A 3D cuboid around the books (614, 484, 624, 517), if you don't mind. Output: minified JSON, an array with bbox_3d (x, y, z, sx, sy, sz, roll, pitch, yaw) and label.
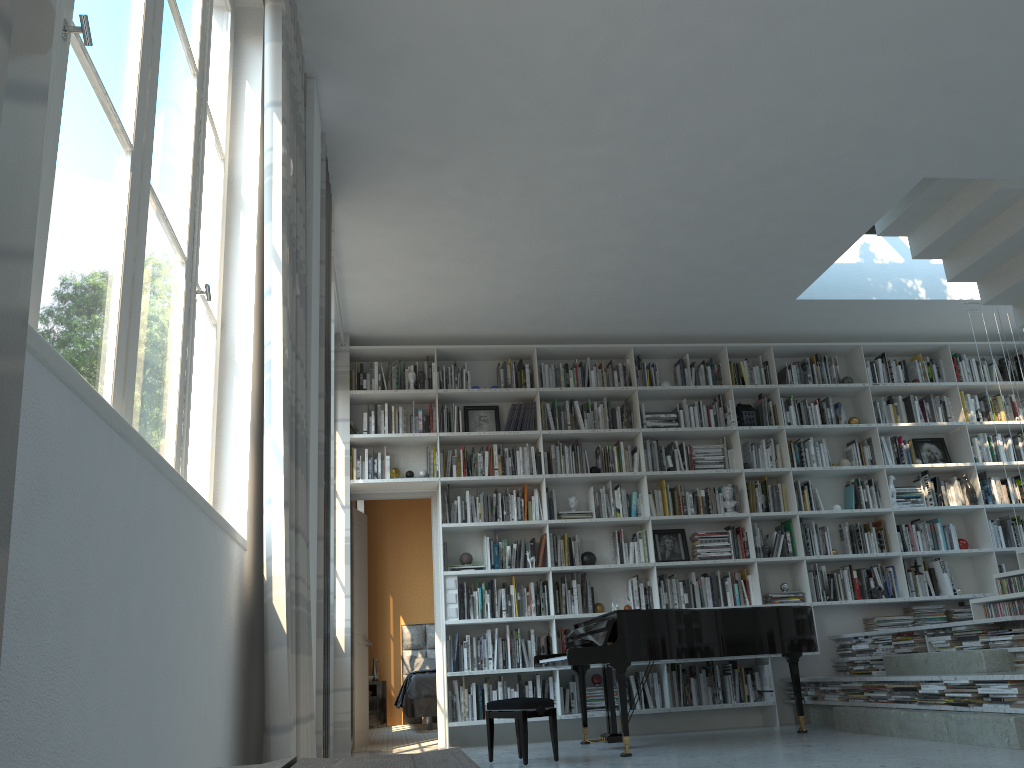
[{"bbox_3d":[0.886,0.991,7.342,0.011,0.299,0.179,-1,-18,-8],"label":"books"}]

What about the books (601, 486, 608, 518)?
[{"bbox_3d":[0.754,0.999,7.319,0.012,0.285,0.168,-1,-18,-8],"label":"books"}]

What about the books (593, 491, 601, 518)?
[{"bbox_3d":[0.689,1.017,7.302,0.030,0.246,0.175,-1,-18,-8],"label":"books"}]

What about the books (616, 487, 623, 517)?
[{"bbox_3d":[0.877,1.005,7.327,0.012,0.264,0.193,-1,-18,-8],"label":"books"}]

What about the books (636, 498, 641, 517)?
[{"bbox_3d":[1.037,1.051,7.360,0.027,0.180,0.142,-1,-18,-8],"label":"books"}]

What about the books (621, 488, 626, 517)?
[{"bbox_3d":[0.904,1.010,7.339,0.023,0.259,0.171,-1,-18,-8],"label":"books"}]

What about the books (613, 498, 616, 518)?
[{"bbox_3d":[0.829,1.051,7.336,0.025,0.188,0.140,-1,-18,-8],"label":"books"}]

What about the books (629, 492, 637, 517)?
[{"bbox_3d":[0.994,1.023,7.344,0.060,0.226,0.179,-1,-18,-8],"label":"books"}]

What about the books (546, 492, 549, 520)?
[{"bbox_3d":[0.276,1.023,7.260,0.024,0.256,0.134,-1,-18,-8],"label":"books"}]

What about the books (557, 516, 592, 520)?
[{"bbox_3d":[0.507,1.100,7.261,0.254,0.012,0.161,1,-19,-13],"label":"books"}]

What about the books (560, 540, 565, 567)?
[{"bbox_3d":[0.396,1.383,7.156,0.025,0.227,0.153,-1,-18,-8],"label":"books"}]

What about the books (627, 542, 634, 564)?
[{"bbox_3d":[0.959,1.393,7.224,0.057,0.188,0.156,-1,-18,-8],"label":"books"}]

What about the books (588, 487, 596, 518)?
[{"bbox_3d":[0.656,1.002,7.308,0.012,0.284,0.160,-1,-18,-8],"label":"books"}]

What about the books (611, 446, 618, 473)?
[{"bbox_3d":[0.853,0.663,7.429,0.013,0.243,0.189,-1,-18,-8],"label":"books"}]

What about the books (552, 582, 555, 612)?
[{"bbox_3d":[0.312,1.711,7.044,0.013,0.274,0.147,-1,-18,-8],"label":"books"}]

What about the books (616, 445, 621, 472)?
[{"bbox_3d":[0.885,0.660,7.459,0.004,0.264,0.142,-1,-18,-8],"label":"books"}]

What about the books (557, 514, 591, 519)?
[{"bbox_3d":[0.505,1.089,7.268,0.254,0.012,0.161,0,-19,-11],"label":"books"}]

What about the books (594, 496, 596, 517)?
[{"bbox_3d":[0.667,1.031,7.314,0.010,0.231,0.155,-1,-18,-8],"label":"books"}]

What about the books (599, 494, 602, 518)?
[{"bbox_3d":[0.712,1.036,7.330,0.024,0.226,0.138,-1,-18,-8],"label":"books"}]

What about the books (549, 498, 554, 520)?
[{"bbox_3d":[0.316,1.047,7.265,0.034,0.209,0.137,-1,-18,-8],"label":"books"}]

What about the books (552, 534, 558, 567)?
[{"bbox_3d":[0.334,1.363,7.158,0.026,0.274,0.155,-1,-18,-8],"label":"books"}]

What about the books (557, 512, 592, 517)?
[{"bbox_3d":[0.504,1.079,7.274,0.285,0.012,0.160,-1,-18,-6],"label":"books"}]

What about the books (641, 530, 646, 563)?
[{"bbox_3d":[1.053,1.346,7.243,0.011,0.278,0.188,-1,-18,-8],"label":"books"}]

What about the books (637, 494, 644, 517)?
[{"bbox_3d":[1.062,1.034,7.371,0.026,0.216,0.127,-1,-18,-8],"label":"books"}]

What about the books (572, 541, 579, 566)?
[{"bbox_3d":[0.502,1.385,7.162,0.028,0.215,0.175,-1,-18,-8],"label":"books"}]

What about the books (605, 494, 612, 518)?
[{"bbox_3d":[0.783,1.033,7.329,0.048,0.224,0.150,-1,-18,-8],"label":"books"}]

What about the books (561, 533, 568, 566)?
[{"bbox_3d":[0.423,1.354,7.147,0.026,0.273,0.190,-1,-18,-8],"label":"books"}]

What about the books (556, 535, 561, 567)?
[{"bbox_3d":[0.365,1.366,7.154,0.036,0.262,0.167,-1,-18,-8],"label":"books"}]

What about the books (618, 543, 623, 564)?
[{"bbox_3d":[0.866,1.395,7.211,0.025,0.185,0.154,-1,-18,-8],"label":"books"}]

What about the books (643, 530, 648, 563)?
[{"bbox_3d":[1.069,1.345,7.249,0.021,0.280,0.162,-1,-18,-8],"label":"books"}]

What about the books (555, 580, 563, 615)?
[{"bbox_3d":[0.370,1.705,7.032,0.012,0.271,0.182,-1,-18,-8],"label":"books"}]

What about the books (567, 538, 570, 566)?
[{"bbox_3d":[0.442,1.375,7.164,0.014,0.243,0.153,-1,-18,-8],"label":"books"}]

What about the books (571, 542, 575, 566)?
[{"bbox_3d":[0.483,1.390,7.161,0.011,0.207,0.181,-1,-18,-8],"label":"books"}]

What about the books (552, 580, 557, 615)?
[{"bbox_3d":[0.326,1.704,7.038,0.013,0.282,0.147,-1,-18,-8],"label":"books"}]

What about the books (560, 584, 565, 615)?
[{"bbox_3d":[0.396,1.719,7.039,0.042,0.247,0.163,-1,-18,-8],"label":"books"}]

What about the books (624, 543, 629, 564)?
[{"bbox_3d":[0.914,1.401,7.232,0.030,0.182,0.155,-1,-18,-8],"label":"books"}]

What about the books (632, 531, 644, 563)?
[{"bbox_3d":[1.034,1.354,7.248,0.027,0.268,0.179,-1,-18,-8],"label":"books"}]

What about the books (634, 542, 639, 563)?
[{"bbox_3d":[0.998,1.394,7.234,0.024,0.187,0.173,-1,-18,-8],"label":"books"}]

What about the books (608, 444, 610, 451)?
[{"bbox_3d":[0.808,0.656,7.450,0.005,0.274,0.157,-1,-18,-8],"label":"books"}]

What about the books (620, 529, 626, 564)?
[{"bbox_3d":[0.891,1.344,7.240,0.012,0.297,0.166,-1,-18,-8],"label":"books"}]

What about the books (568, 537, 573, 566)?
[{"bbox_3d":[0.460,1.378,7.183,0.028,0.247,0.143,-1,-18,-8],"label":"books"}]

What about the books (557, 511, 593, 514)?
[{"bbox_3d":[0.504,1.066,7.273,0.285,0.012,0.160,1,-19,-12],"label":"books"}]

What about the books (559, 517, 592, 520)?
[{"bbox_3d":[0.507,1.112,7.259,0.254,0.012,0.161,1,-19,-12],"label":"books"}]

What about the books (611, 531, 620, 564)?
[{"bbox_3d":[0.844,1.350,7.228,0.012,0.284,0.160,-1,-18,-8],"label":"books"}]

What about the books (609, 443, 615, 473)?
[{"bbox_3d":[0.825,0.654,7.465,0.033,0.286,0.155,-1,-18,-8],"label":"books"}]

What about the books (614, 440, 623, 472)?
[{"bbox_3d":[0.896,0.640,7.463,0.006,0.302,0.166,-1,-18,-8],"label":"books"}]

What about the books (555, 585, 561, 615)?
[{"bbox_3d":[0.349,1.723,7.031,0.030,0.238,0.157,-1,-18,-8],"label":"books"}]

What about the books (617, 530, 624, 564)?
[{"bbox_3d":[0.879,1.349,7.240,0.011,0.290,0.156,-1,-18,-8],"label":"books"}]

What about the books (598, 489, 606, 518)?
[{"bbox_3d":[0.736,1.012,7.325,0.022,0.266,0.152,-1,-18,-8],"label":"books"}]

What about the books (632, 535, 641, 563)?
[{"bbox_3d":[1.016,1.364,7.235,0.012,0.243,0.171,-1,-18,-8],"label":"books"}]

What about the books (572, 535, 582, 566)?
[{"bbox_3d":[0.527,1.366,7.187,0.028,0.265,0.145,-1,-18,-8],"label":"books"}]

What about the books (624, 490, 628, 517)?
[{"bbox_3d":[0.924,1.018,7.361,0.022,0.255,0.152,-1,-18,-8],"label":"books"}]

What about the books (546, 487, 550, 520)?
[{"bbox_3d":[0.289,1.009,7.285,0.011,0.297,0.136,-1,-18,-8],"label":"books"}]

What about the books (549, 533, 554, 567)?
[{"bbox_3d":[0.309,1.357,7.151,0.025,0.283,0.146,-1,-18,-8],"label":"books"}]

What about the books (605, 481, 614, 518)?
[{"bbox_3d":[0.810,0.980,7.341,0.010,0.328,0.174,-1,-18,-8],"label":"books"}]

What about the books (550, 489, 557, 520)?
[{"bbox_3d":[0.342,1.013,7.274,0.021,0.277,0.137,-1,-18,-8],"label":"books"}]

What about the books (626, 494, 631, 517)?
[{"bbox_3d":[0.949,1.035,7.359,0.026,0.218,0.150,-1,-18,-8],"label":"books"}]

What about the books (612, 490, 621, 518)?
[{"bbox_3d":[0.856,1.017,7.331,0.028,0.246,0.170,-1,-18,-8],"label":"books"}]

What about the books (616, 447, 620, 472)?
[{"bbox_3d":[0.875,0.666,7.457,0.017,0.252,0.140,-1,-18,-8],"label":"books"}]

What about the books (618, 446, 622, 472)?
[{"bbox_3d":[0.892,0.664,7.453,0.006,0.252,0.181,-1,-18,-8],"label":"books"}]
